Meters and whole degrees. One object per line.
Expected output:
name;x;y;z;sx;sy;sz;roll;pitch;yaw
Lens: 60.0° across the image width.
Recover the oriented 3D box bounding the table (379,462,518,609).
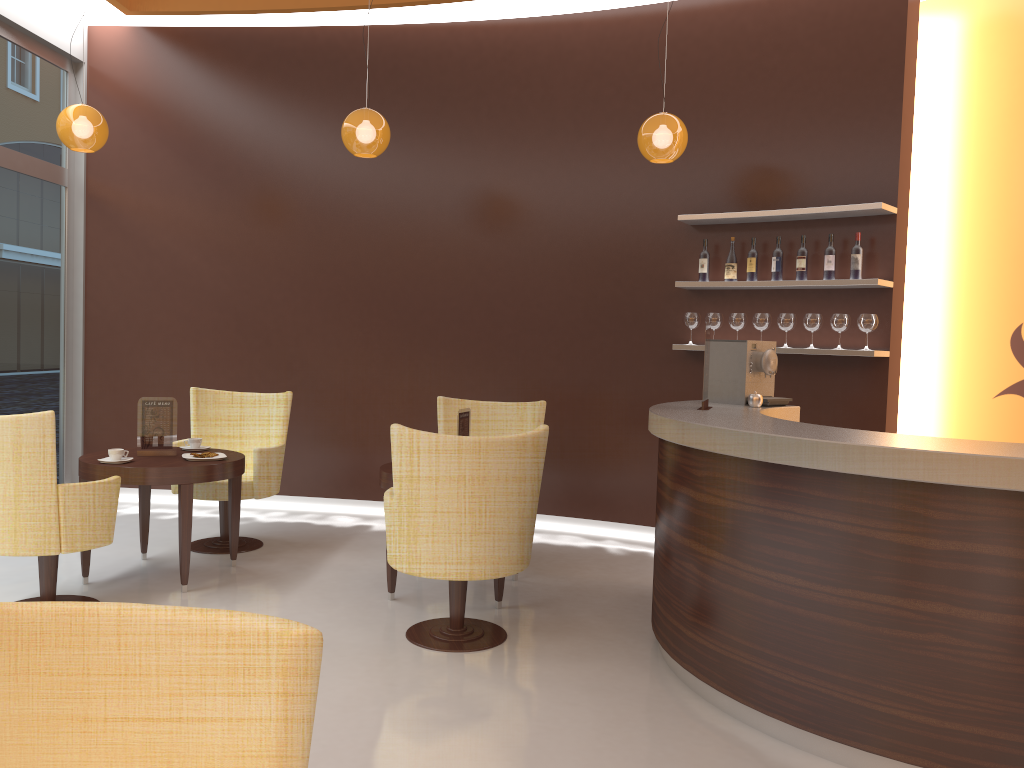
table;-0.302;0.809;4.938;0.872;0.679;0.874;0;4;-39

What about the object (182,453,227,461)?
object;-1.730;0.411;4.987;0.234;0.020;0.234;1;3;-25

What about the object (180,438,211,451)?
object;-1.905;0.363;5.340;0.153;0.069;0.153;3;3;26

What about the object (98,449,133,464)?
object;-2.117;0.385;4.738;0.153;0.069;0.153;2;3;4

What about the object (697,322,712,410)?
object;0.941;-0.088;4.281;0.052;0.414;0.258;3;3;18

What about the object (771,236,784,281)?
object;1.717;-0.803;5.727;0.073;0.297;0.073;3;3;14

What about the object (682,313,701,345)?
object;1.225;-0.375;6.058;0.125;0.221;0.125;3;3;29

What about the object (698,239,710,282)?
object;1.302;-0.829;5.989;0.073;0.297;0.073;3;3;14

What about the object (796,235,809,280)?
object;1.844;-0.794;5.627;0.073;0.297;0.073;3;3;14

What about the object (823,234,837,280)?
object;1.980;-0.785;5.518;0.073;0.297;0.073;2;3;1

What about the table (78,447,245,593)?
table;-1.982;0.749;5.046;0.872;0.679;0.874;0;4;-39

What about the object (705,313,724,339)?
object;1.360;-0.367;5.976;0.125;0.221;0.125;3;3;29

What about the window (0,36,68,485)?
window;-3.847;-0.631;3.070;0.040;3.380;8.200;2;3;4

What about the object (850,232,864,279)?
object;2.106;-0.776;5.412;0.073;0.297;0.073;3;3;14

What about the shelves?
shelves;2.753;-0.553;4.376;0.586;0.902;4.744;0;3;-39

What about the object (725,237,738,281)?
object;1.465;-0.825;5.907;0.086;0.303;0.086;1;3;-17

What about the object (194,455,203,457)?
object;-1.757;0.406;4.993;0.054;0.018;0.051;1;3;-9

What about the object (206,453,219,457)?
object;-1.697;0.402;5.025;0.055;0.018;0.052;3;3;28

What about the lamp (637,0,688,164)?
lamp;0.921;-2.082;5.274;0.299;1.500;0.299;1;3;-18

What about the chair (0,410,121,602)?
chair;-2.287;0.605;4.287;0.729;1.017;0.685;4;3;36

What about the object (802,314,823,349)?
object;1.895;-0.331;5.595;0.125;0.221;0.125;3;3;29

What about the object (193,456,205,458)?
object;-1.742;0.405;4.940;0.054;0.018;0.051;0;3;-38

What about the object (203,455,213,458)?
object;-1.700;0.405;4.959;0.055;0.014;0.053;1;3;-13

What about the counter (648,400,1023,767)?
counter;1.563;0.726;3.536;1.586;1.100;2.917;0;4;-41

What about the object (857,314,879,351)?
object;2.153;-0.312;5.375;0.125;0.221;0.125;3;3;29

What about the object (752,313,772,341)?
object;1.630;-0.349;5.792;0.125;0.221;0.125;3;3;29

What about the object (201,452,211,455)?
object;-1.742;0.397;5.038;0.054;0.018;0.051;2;3;2

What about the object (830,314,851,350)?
object;2.029;-0.322;5.491;0.125;0.221;0.125;3;3;29

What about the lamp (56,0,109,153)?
lamp;-2.668;-2.212;5.524;0.299;1.500;0.299;0;3;-28

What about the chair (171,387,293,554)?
chair;-1.844;0.547;5.823;0.729;1.017;0.685;2;3;7

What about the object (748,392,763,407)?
object;1.238;0.080;4.508;0.075;0.077;0.075;0;3;-27

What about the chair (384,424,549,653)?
chair;-0.236;0.681;4.120;0.729;1.017;0.685;1;3;-18

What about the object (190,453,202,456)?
object;-1.769;0.395;4.963;0.055;0.016;0.052;2;3;3

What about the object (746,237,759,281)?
object;1.582;-0.812;5.824;0.073;0.297;0.073;1;3;-27

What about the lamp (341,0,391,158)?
lamp;-0.874;-2.147;5.399;0.299;1.500;0.299;1;3;-18

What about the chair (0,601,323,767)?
chair;-0.624;0.815;1.023;0.729;1.017;0.685;2;3;1

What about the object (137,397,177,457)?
object;-2.009;0.241;5.025;0.209;0.335;0.042;1;3;-21

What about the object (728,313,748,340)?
object;1.497;-0.358;5.887;0.125;0.221;0.125;3;3;29

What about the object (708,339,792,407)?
object;1.281;-0.062;4.755;0.270;0.340;0.373;0;4;-41

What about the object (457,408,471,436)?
object;-0.269;0.303;4.915;0.042;0.335;0.209;3;3;18

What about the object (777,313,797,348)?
object;1.763;-0.340;5.698;0.125;0.221;0.125;3;3;29

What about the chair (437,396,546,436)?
chair;-0.177;0.607;5.717;0.729;1.017;0.685;2;3;11
